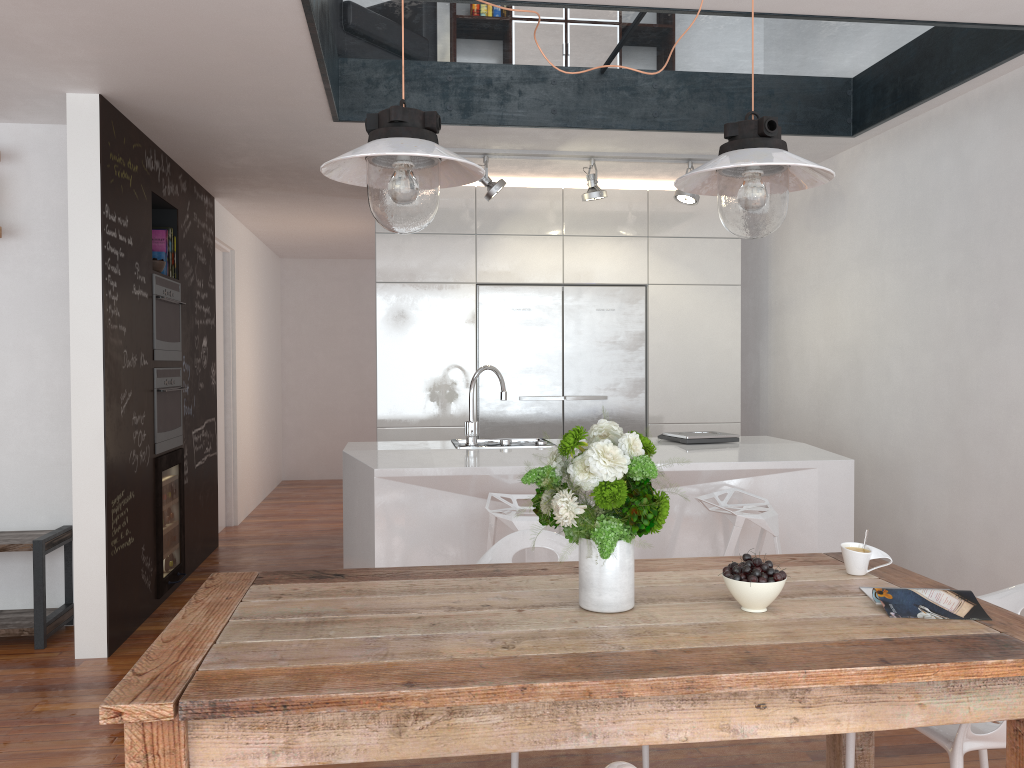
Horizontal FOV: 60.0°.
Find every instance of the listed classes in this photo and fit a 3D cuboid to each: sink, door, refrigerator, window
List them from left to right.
[{"bbox_3d":[-2.262,0.045,6.782,0.120,2.236,0.823,0,1,-7],"label":"door"},{"bbox_3d":[-0.051,0.187,4.500,0.492,0.570,0.459,0,1,-7],"label":"sink"},{"bbox_3d":[0.334,0.264,5.771,1.119,1.811,0.142,0,1,-7],"label":"refrigerator"},{"bbox_3d":[0.567,-1.576,3.765,2.700,0.035,1.546,0,1,-7],"label":"window"}]

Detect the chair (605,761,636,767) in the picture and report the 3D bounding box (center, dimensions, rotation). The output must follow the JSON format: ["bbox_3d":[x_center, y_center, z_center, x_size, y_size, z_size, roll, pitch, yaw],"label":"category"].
[{"bbox_3d":[-0.052,0.916,1.491,0.577,0.710,0.505,0,1,-2],"label":"chair"}]

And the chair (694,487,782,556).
[{"bbox_3d":[0.983,0.839,3.640,0.428,0.765,0.492,1,2,38],"label":"chair"}]

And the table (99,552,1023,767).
[{"bbox_3d":[0.182,0.892,2.103,1.910,0.735,0.969,0,1,-7],"label":"table"}]

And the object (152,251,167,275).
[{"bbox_3d":[-2.050,-0.683,5.067,0.136,0.136,0.110,-1,1,-14],"label":"object"}]

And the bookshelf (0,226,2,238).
[{"bbox_3d":[-3.948,-0.884,4.114,2.983,0.465,0.161,0,1,-7],"label":"bookshelf"}]

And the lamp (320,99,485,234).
[{"bbox_3d":[-0.248,-0.496,2.023,0.372,0.306,0.372,-1,1,-13],"label":"lamp"}]

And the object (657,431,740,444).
[{"bbox_3d":[0.961,0.273,4.590,0.298,0.036,0.325,-1,1,-17],"label":"object"}]

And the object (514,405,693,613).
[{"bbox_3d":[0.199,0.286,2.116,0.371,0.476,0.432,1,2,34],"label":"object"}]

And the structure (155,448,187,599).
[{"bbox_3d":[-1.914,0.770,5.048,0.081,0.763,0.582,0,1,-7],"label":"structure"}]

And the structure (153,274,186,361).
[{"bbox_3d":[-1.927,-0.364,5.021,0.052,0.462,0.585,0,1,-7],"label":"structure"}]

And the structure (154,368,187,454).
[{"bbox_3d":[-1.925,0.139,5.033,0.052,0.462,0.585,0,1,-7],"label":"structure"}]

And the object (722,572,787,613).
[{"bbox_3d":[0.563,0.484,2.064,0.146,0.079,0.146,0,1,1],"label":"object"}]

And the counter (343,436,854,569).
[{"bbox_3d":[0.341,0.757,4.313,2.289,0.903,0.956,0,1,-7],"label":"counter"}]

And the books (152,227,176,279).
[{"bbox_3d":[-2.108,-0.769,5.203,0.230,0.303,0.152,0,1,-7],"label":"books"}]

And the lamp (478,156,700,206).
[{"bbox_3d":[0.430,-1.157,5.060,1.324,0.254,0.154,0,1,-7],"label":"lamp"}]

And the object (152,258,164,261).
[{"bbox_3d":[-1.986,-0.681,4.933,0.077,0.042,0.116,0,1,6],"label":"object"}]

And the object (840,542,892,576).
[{"bbox_3d":[0.957,0.476,2.407,0.127,0.078,0.082,0,1,-2],"label":"object"}]

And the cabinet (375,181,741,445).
[{"bbox_3d":[0.274,-0.087,6.215,2.404,2.506,0.946,0,1,-7],"label":"cabinet"}]

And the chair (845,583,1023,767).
[{"bbox_3d":[1.228,0.892,2.327,0.505,0.710,0.577,-1,1,-12],"label":"chair"}]

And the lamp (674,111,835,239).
[{"bbox_3d":[0.578,-0.501,2.130,0.372,0.306,0.372,1,2,44],"label":"lamp"}]

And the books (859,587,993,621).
[{"bbox_3d":[0.975,0.505,2.112,0.218,0.035,0.267,0,1,7],"label":"books"}]

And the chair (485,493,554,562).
[{"bbox_3d":[0.079,0.844,3.595,0.492,0.765,0.428,0,1,3],"label":"chair"}]

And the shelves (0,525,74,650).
[{"bbox_3d":[-3.908,0.979,4.066,3.473,0.506,0.414,0,1,-7],"label":"shelves"}]

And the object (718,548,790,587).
[{"bbox_3d":[0.563,0.434,2.063,0.159,0.095,0.141,-1,1,-22],"label":"object"}]

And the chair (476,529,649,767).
[{"bbox_3d":[0.142,0.882,2.957,0.577,0.710,0.505,-1,1,-17],"label":"chair"}]

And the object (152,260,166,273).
[{"bbox_3d":[-1.995,-0.646,4.931,0.132,0.069,0.132,0,1,26],"label":"object"}]
